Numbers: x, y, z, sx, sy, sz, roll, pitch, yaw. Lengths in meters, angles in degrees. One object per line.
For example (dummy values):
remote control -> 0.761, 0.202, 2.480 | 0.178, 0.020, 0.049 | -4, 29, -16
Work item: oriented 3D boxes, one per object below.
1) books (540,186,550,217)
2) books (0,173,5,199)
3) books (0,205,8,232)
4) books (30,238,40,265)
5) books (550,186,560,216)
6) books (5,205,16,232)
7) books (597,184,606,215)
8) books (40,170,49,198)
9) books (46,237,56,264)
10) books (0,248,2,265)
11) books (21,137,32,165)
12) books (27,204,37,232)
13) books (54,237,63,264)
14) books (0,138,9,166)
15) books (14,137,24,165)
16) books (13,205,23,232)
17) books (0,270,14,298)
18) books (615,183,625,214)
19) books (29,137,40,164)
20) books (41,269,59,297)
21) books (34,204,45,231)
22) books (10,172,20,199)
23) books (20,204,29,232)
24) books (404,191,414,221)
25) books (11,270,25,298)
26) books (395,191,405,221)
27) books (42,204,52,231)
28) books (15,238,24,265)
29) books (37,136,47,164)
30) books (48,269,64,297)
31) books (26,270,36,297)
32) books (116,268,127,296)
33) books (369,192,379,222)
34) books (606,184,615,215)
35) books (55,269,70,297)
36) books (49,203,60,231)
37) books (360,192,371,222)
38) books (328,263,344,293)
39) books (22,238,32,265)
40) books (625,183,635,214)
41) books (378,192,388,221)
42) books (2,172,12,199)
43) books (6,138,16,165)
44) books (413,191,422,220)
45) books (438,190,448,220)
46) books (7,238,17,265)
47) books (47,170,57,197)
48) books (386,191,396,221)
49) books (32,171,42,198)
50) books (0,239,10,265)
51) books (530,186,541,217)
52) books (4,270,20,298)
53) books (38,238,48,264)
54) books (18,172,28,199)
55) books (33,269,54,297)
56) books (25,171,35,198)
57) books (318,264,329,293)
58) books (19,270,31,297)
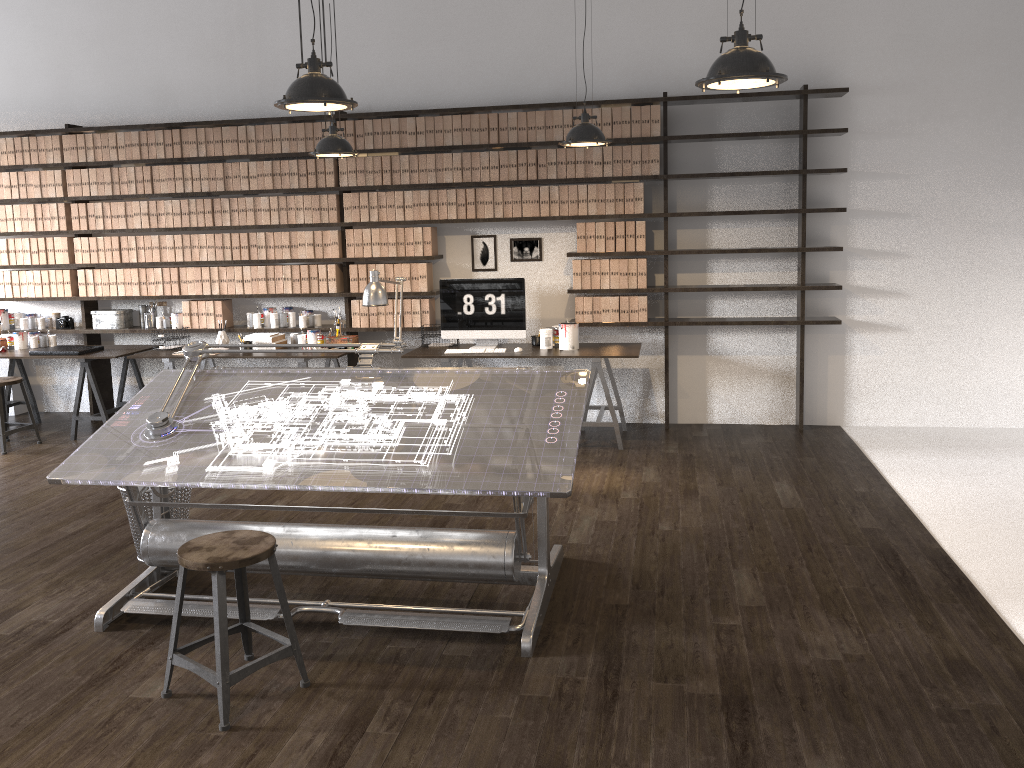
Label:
books -> 0.258, -1.371, 6.659 | 0.067, 0.224, 0.176 | 0, 8, 10
books -> -4.230, -1.656, 7.433 | 0.067, 0.224, 0.176 | 0, 8, 10
books -> -4.231, -1.392, 7.469 | 0.067, 0.224, 0.176 | 0, 8, 10
books -> -3.960, -1.118, 7.457 | 0.067, 0.224, 0.176 | 0, 8, 10
books -> 0.330, -1.372, 6.649 | 0.067, 0.224, 0.175 | 0, 8, 10
books -> -4.162, -1.391, 7.452 | 0.067, 0.224, 0.176 | 0, 8, 10
books -> 0.670, -1.371, 6.590 | 0.067, 0.224, 0.176 | 0, 8, 10
books -> -3.825, -1.654, 7.361 | 0.067, 0.224, 0.176 | 0, 8, 10
books -> -3.813, -1.117, 7.431 | 0.067, 0.224, 0.176 | 0, 8, 10
books -> -4.302, -1.119, 7.517 | 0.067, 0.224, 0.176 | 0, 8, 10
books -> -3.974, -1.928, 7.351 | 0.067, 0.224, 0.176 | 0, 8, 10
books -> -3.964, -1.390, 7.416 | 0.067, 0.224, 0.176 | 0, 8, 10
books -> -3.739, -1.117, 7.415 | 0.067, 0.224, 0.176 | 0, 8, 10
books -> -4.179, -1.929, 7.387 | 0.067, 0.224, 0.175 | 0, 8, 10
books -> -4.037, -1.927, 7.358 | 0.067, 0.224, 0.176 | 0, 8, 10
books -> -4.091, -1.391, 7.441 | 0.067, 0.224, 0.176 | 0, 8, 10
books -> -4.293, -0.852, 7.549 | 0.067, 0.224, 0.176 | 0, 8, 10
books -> 0.802, -1.370, 6.567 | 0.067, 0.224, 0.176 | 0, 8, 10
books -> -3.900, -1.928, 7.339 | 0.067, 0.224, 0.176 | 0, 8, 10
books -> -3.874, -0.850, 7.470 | 0.067, 0.224, 0.176 | 0, 8, 10
books -> -3.896, -1.391, 7.409 | 0.067, 0.224, 0.176 | 0, 8, 10
books -> -4.097, -1.655, 7.406 | 0.067, 0.224, 0.176 | 0, 8, 10
books -> -4.029, -1.391, 7.432 | 0.067, 0.224, 0.176 | 0, 8, 10
books -> -0.772, -1.376, 6.847 | 0.067, 0.224, 0.176 | 0, 8, 10
books -> -4.152, -0.852, 7.525 | 0.067, 0.224, 0.176 | 0, 8, 10
books -> -0.844, -1.376, 6.858 | 0.067, 0.224, 0.176 | 0, 8, 10
books -> -3.826, -1.391, 7.397 | 0.067, 0.224, 0.175 | 0, 8, 10
books -> -4.100, -1.119, 7.482 | 0.067, 0.224, 0.175 | 0, 8, 10
books -> -3.831, -1.928, 7.328 | 0.067, 0.224, 0.175 | 0, 8, 10
books -> -3.810, -0.850, 7.463 | 0.067, 0.224, 0.176 | 0, 8, 10
books -> -4.015, -0.851, 7.499 | 0.067, 0.224, 0.175 | 0, 8, 10
books -> -3.193, -0.847, 7.351 | 0.067, 0.224, 0.176 | 0, 8, 10
books -> -1.050, -1.377, 6.896 | 0.067, 0.224, 0.175 | 0, 8, 10
books -> 0.735, -1.369, 6.573 | 0.067, 0.224, 0.176 | 0, 8, 10
books -> -3.746, -0.850, 7.454 | 0.067, 0.224, 0.176 | 0, 8, 10
books -> -3.757, -1.390, 7.380 | 0.067, 0.224, 0.175 | 0, 8, 10
books -> -1.122, -1.377, 6.906 | 0.067, 0.224, 0.176 | 0, 8, 10
books -> -1.394, -0.840, 7.029 | 0.067, 0.224, 0.176 | 0, 8, 10
books -> -4.031, -1.118, 7.465 | 0.067, 0.224, 0.175 | 0, 8, 10
books -> 0.872, -1.370, 6.555 | 0.067, 0.224, 0.175 | 0, 8, 10
books -> -0.981, -1.378, 6.888 | 0.067, 0.224, 0.175 | 0, 8, 10
books -> -4.168, -1.655, 7.421 | 0.067, 0.224, 0.176 | 0, 8, 10
books -> -4.108, -1.928, 7.370 | 0.067, 0.224, 0.176 | 0, 8, 10
books -> -0.710, -1.376, 6.837 | 0.067, 0.224, 0.176 | 0, 8, 10
books -> -0.508, -1.376, 6.802 | 0.067, 0.224, 0.175 | 0, 8, 10
books -> -4.170, -1.119, 7.494 | 0.067, 0.224, 0.176 | 0, 8, 10
books -> -3.763, -1.654, 7.348 | 0.067, 0.224, 0.176 | 0, 8, 10
books -> -0.912, -1.377, 6.874 | 0.067, 0.224, 0.176 | 0, 8, 10
books -> -3.891, -1.654, 7.368 | 0.067, 0.224, 0.176 | 0, 8, 10
books -> -4.237, -1.118, 7.500 | 0.067, 0.224, 0.176 | 0, 8, 10
books -> 0.187, -1.372, 6.671 | 0.067, 0.224, 0.176 | 0, 8, 10
books -> -4.222, -0.852, 7.534 | 0.067, 0.224, 0.176 | 0, 8, 10
books -> -3.887, -1.117, 7.439 | 0.067, 0.224, 0.176 | 0, 8, 10
books -> -4.027, -1.655, 7.397 | 0.067, 0.224, 0.176 | 0, 8, 10
books -> -3.945, -0.850, 7.483 | 0.067, 0.224, 0.176 | 0, 8, 10
books -> -3.958, -1.655, 7.387 | 0.067, 0.224, 0.175 | 0, 8, 10
books -> -1.472, -0.840, 7.041 | 0.067, 0.224, 0.176 | 0, 8, 10
books -> -4.083, -0.852, 7.515 | 0.067, 0.224, 0.175 | 0, 8, 10
